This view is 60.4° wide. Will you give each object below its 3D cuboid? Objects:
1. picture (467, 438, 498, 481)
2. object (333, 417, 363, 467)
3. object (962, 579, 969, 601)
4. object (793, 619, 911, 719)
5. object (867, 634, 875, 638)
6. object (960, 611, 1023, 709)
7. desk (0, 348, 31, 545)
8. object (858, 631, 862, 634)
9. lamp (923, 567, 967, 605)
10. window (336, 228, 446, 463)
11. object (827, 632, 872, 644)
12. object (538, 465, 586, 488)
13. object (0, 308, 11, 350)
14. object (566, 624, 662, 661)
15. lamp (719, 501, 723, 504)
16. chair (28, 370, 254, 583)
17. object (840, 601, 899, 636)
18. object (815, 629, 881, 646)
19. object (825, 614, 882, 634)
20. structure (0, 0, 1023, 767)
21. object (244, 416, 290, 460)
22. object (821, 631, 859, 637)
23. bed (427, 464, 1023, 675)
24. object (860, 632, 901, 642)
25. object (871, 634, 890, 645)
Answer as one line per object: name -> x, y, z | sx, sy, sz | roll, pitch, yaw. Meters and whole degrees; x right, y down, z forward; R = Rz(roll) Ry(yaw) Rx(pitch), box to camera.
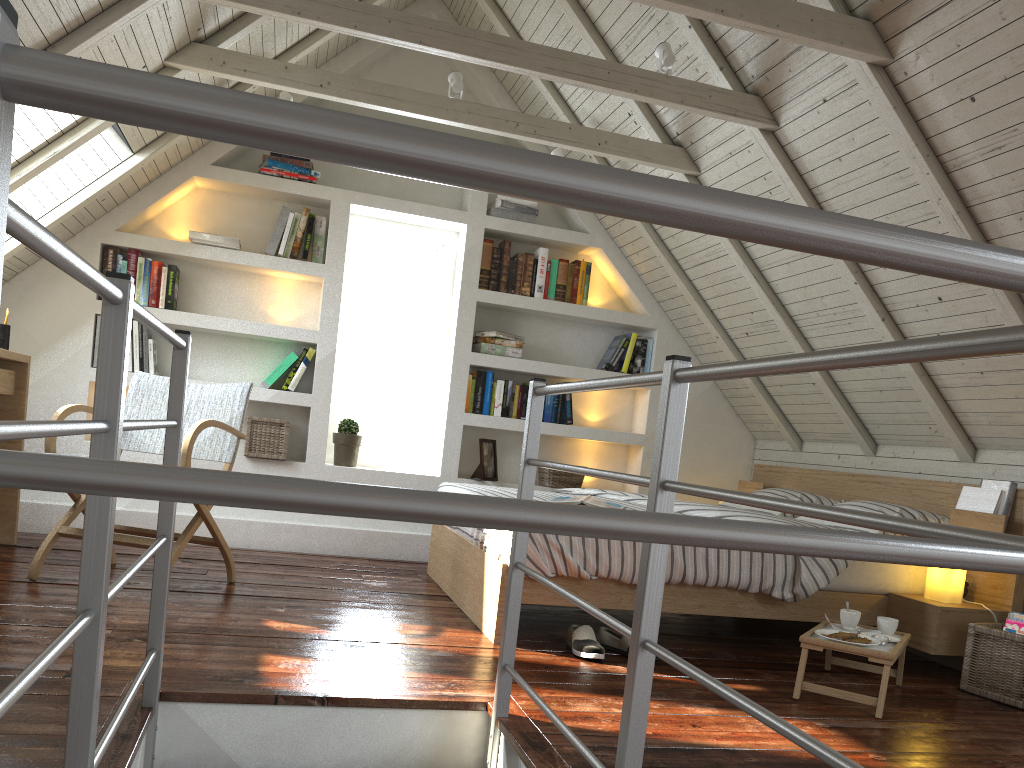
picture -> -0.157, 0.405, 4.720 | 0.126, 0.224, 0.174 | 7, 1, 25
object -> -0.862, 0.296, 4.609 | 0.160, 0.272, 0.158 | 6, 2, -22
object -> 1.669, 0.760, 3.285 | 0.037, 0.098, 0.070 | 5, 2, -37
object -> 1.085, 0.884, 2.788 | 0.267, 0.182, 0.534 | 6, -3, 30
object -> 1.164, 0.805, 2.792 | 0.059, 0.005, 0.061 | 3, -5, 40
object -> 1.702, 0.921, 2.956 | 0.238, 0.278, 0.235 | 6, 0, -31
desk -> -2.090, 0.235, 3.053 | 0.379, 0.808, 1.317 | 6, -2, -14
object -> 1.117, 0.806, 2.827 | 0.016, 0.002, 0.153 | 5, -4, 25
lamp -> 1.574, 0.663, 3.180 | 0.090, 0.254, 0.089 | 5, 3, -24
window -> -1.358, -0.437, 3.598 | 3.116, 1.379, 1.390 | 8, -1, -37
object -> 1.031, 0.769, 2.672 | 0.117, 0.029, 0.111 | 3, -5, 40
object -> 0.274, 0.511, 4.903 | 0.284, 0.135, 0.176 | 8, -2, -24
object -> -2.099, -0.223, 3.590 | 0.087, 0.187, 0.088 | 8, 3, 39
object -> 0.330, 0.859, 2.954 | 0.286, 0.091, 0.273 | 7, -3, -17
lamp -> 1.165, 0.725, 4.742 | 0.090, 0.254, 0.089 | 6, 3, -7
chair -> -1.355, 0.342, 3.277 | 0.549, 0.795, 0.559 | 7, 1, 10
object -> 1.176, 0.771, 2.902 | 0.184, 0.100, 0.081 | 6, 0, 8
object -> 1.021, 0.778, 2.681 | 0.189, 0.016, 0.189 | 7, -4, -4
object -> 1.099, 0.786, 2.885 | 0.155, 0.046, 0.157 | 8, -4, -24
structure -> -0.175, 0.403, 1.258 | 0.839, 0.999, 1.631 | 6, -2, -15
object -> -1.246, 0.273, 4.476 | 0.205, 0.202, 0.203 | 6, 0, -15
object -> 1.023, 0.780, 2.731 | 0.140, 0.015, 0.077 | 6, -4, 6
bed -> 0.696, 0.649, 3.791 | 1.884, 0.708, 1.864 | 7, -3, -14
object -> 1.165, 0.804, 2.783 | 0.120, 0.010, 0.119 | 9, -5, -37
object -> 1.140, 0.787, 2.720 | 0.055, 0.028, 0.056 | 5, -3, 26
